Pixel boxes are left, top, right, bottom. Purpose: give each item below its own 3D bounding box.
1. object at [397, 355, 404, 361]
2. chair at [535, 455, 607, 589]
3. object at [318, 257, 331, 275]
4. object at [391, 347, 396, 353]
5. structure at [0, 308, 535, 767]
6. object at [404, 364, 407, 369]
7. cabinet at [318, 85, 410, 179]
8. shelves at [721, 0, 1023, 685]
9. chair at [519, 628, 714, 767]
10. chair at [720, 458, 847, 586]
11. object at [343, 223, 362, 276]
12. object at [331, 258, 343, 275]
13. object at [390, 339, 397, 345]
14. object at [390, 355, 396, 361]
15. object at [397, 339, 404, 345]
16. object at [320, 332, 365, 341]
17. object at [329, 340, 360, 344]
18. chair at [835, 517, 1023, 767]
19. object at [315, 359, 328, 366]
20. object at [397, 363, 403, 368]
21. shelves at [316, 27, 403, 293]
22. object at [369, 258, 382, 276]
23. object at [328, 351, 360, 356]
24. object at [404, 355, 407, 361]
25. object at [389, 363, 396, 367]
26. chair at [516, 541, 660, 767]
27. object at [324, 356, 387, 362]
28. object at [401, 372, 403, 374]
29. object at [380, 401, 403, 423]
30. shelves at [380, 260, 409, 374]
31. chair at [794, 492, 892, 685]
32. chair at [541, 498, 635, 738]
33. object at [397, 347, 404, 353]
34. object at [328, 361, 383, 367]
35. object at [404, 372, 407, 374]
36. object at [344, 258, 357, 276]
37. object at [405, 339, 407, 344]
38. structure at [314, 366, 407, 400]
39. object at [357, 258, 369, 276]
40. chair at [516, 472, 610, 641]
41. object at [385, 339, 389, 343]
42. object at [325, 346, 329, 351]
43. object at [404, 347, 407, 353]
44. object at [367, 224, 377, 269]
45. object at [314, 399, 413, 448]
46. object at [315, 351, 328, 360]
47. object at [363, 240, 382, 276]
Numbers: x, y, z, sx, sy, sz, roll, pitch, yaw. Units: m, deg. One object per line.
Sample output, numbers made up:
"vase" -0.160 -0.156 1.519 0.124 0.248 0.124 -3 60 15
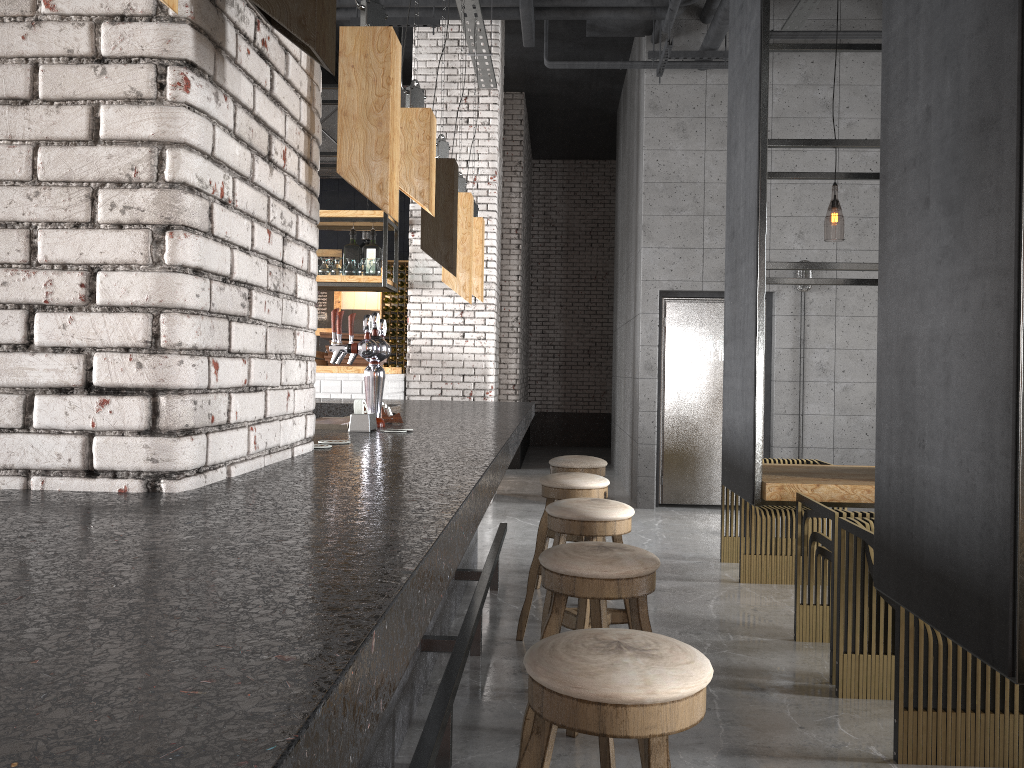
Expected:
"object" -1.430 -0.330 11.307 0.079 0.079 0.281 1 1 3
"chair" 0.428 0.822 5.180 0.439 0.806 0.480 1 0 -28
"object" -1.758 -1.094 8.308 0.118 0.181 0.118 1 0 -38
"object" -1.524 -0.436 11.290 0.079 0.079 0.281 1 1 3
"structure" -2.147 0.470 3.284 4.310 1.533 5.876 1 1 3
"object" -1.337 -0.223 11.317 0.079 0.079 0.281 1 1 3
"cabinet" -3.744 -2.675 10.853 5.863 1.769 0.682 1 0 3
"shelves" 1.650 -1.525 2.339 1.003 4.367 6.147 1 0 3
"chair" 0.178 0.870 1.560 0.480 0.806 0.439 1 0 -8
"chair" 1.761 0.881 5.811 0.657 0.730 0.638 1 0 2
"object" -1.521 -1.274 8.475 0.157 0.554 0.105 1 0 7
"object" -1.635 -1.092 8.292 0.118 0.181 0.118 1 0 36
"object" -1.522 -0.541 11.294 0.079 0.079 0.281 1 1 3
"object" -1.523 -0.332 11.332 0.079 0.079 0.281 1 1 3
"object" -1.426 -0.540 11.309 0.079 0.079 0.281 1 1 3
"object" -1.452 -0.402 7.942 0.406 0.094 0.636 1 1 0
"object" -1.398 -0.357 8.002 0.405 0.044 0.636 1 1 -4
"chair" 1.634 0.916 3.275 0.657 0.730 0.638 1 0 2
"object" -1.855 -0.215 8.035 0.437 0.097 0.437 1 1 28
"object" -1.432 -0.224 11.298 0.079 0.079 0.281 1 1 3
"shelves" -3.944 -2.482 8.572 5.677 3.067 0.597 1 0 3
"object" -1.273 -1.085 8.254 0.118 0.181 0.118 1 0 27
"object" -1.399 -0.268 8.002 0.405 0.044 0.636 1 1 -1
"object" -1.337 -0.328 11.284 0.079 0.079 0.281 1 1 3
"object" -1.526 -0.226 11.312 0.079 0.079 0.281 1 1 3
"chair" 0.258 0.858 2.449 0.480 0.806 0.439 1 0 -38
"object" -1.400 -0.224 8.002 0.405 0.044 0.636 1 1 5
"object" -1.433 -0.120 11.322 0.079 0.079 0.281 1 1 3
"object" -0.498 0.105 3.520 0.091 0.091 0.177 1 1 -22
"shelves" -1.235 -0.494 11.365 0.889 2.148 0.251 1 0 3
"chair" 1.691 0.906 4.017 0.657 0.730 0.638 1 0 4
"chair" 0.342 0.846 3.390 0.439 0.806 0.480 1 0 -8
"object" -1.427 -0.435 11.324 0.079 0.079 0.281 1 1 3
"object" -1.401 -0.180 8.001 0.405 0.044 0.636 1 1 -2
"object" -1.340 -0.118 11.302 0.079 0.079 0.281 1 1 3
"object" -1.514 -1.090 8.300 0.118 0.181 0.118 1 0 -21
"object" -1.331 -0.538 11.324 0.079 0.079 0.281 1 1 3
"structure" -3.956 0.462 8.480 5.800 1.346 1.511 1 0 3
"object" -1.392 -1.088 8.312 0.118 0.181 0.118 1 0 -14
"chair" 0.247 0.831 4.296 0.439 0.806 0.480 1 0 2
"object" -1.614 -0.544 11.333 0.079 0.079 0.281 1 1 3
"object" -1.398 -0.312 8.002 0.405 0.044 0.636 1 1 3
"object" -1.335 -0.433 11.280 0.079 0.079 0.281 1 1 3
"object" -1.333 -1.272 8.476 0.140 0.550 0.096 1 0 7
"object" -0.454 0.110 2.690 0.200 0.106 0.766 1 1 3
"object" -1.850 -0.282 8.039 0.440 0.154 0.437 0 1 -40
"object" -1.334 -1.196 8.480 0.157 0.406 0.105 1 0 7
